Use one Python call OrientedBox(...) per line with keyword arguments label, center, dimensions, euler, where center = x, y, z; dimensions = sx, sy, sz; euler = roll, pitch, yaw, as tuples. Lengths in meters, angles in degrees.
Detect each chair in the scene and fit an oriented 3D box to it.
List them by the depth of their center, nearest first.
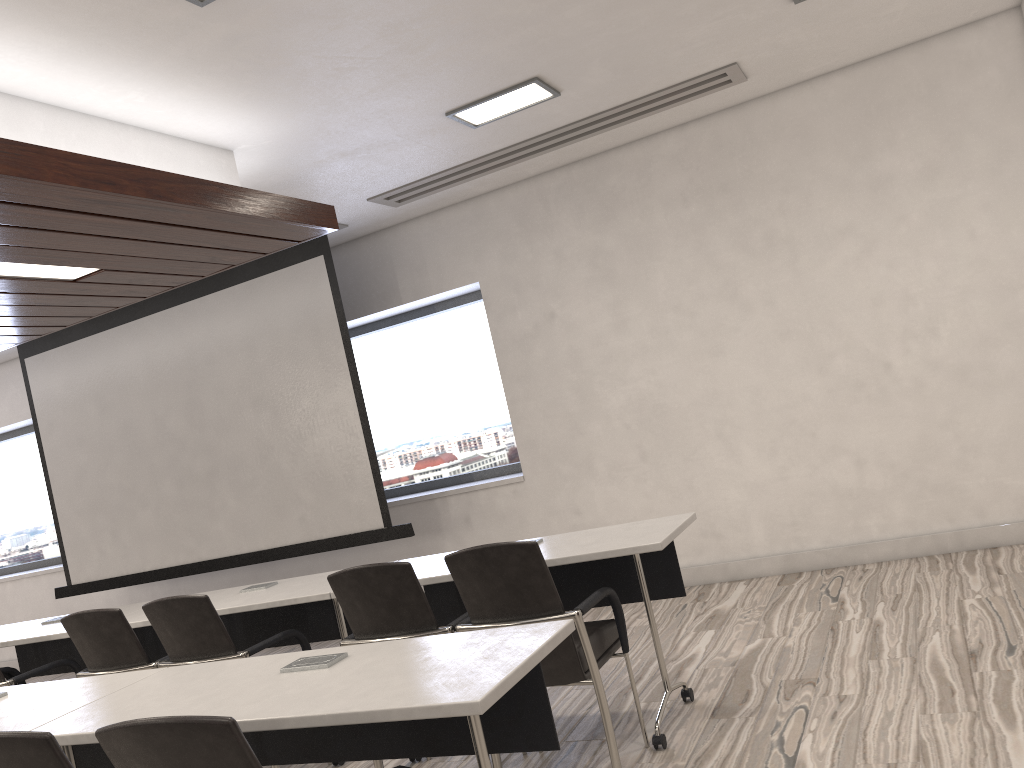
OrientedBox(label="chair", center=(-0.474, 1.090, 2.000), dimensions=(0.513, 0.939, 0.638), euler=(-14, -2, 24))
OrientedBox(label="chair", center=(-0.932, 1.203, 2.211), dimensions=(0.513, 0.939, 0.638), euler=(-14, -2, 24))
OrientedBox(label="chair", center=(0.142, 0.997, 3.360), dimensions=(0.513, 0.939, 0.638), euler=(-14, -2, 25))
OrientedBox(label="chair", center=(-0.325, 1.111, 3.563), dimensions=(0.513, 0.939, 0.638), euler=(-14, -2, 23))
OrientedBox(label="chair", center=(-1.202, 1.327, 3.973), dimensions=(0.513, 0.939, 0.638), euler=(-14, -2, 24))
OrientedBox(label="chair", center=(-1.664, 1.442, 4.194), dimensions=(0.513, 0.939, 0.638), euler=(-14, -2, 23))
OrientedBox(label="chair", center=(-2.542, 1.658, 4.612), dimensions=(0.513, 0.939, 0.638), euler=(-14, -2, 24))
OrientedBox(label="chair", center=(-3.012, 1.774, 4.816), dimensions=(0.513, 0.939, 0.638), euler=(-14, -2, 24))

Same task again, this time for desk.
OrientedBox(label="desk", center=(-0.532, 1.193, 2.435), dimensions=(1.509, 0.795, 0.577), euler=(-14, -2, 24))
OrientedBox(label="desk", center=(-1.871, 1.523, 3.059), dimensions=(1.509, 0.795, 0.577), euler=(-14, -2, 24))
OrientedBox(label="desk", center=(0.080, 1.100, 3.798), dimensions=(1.509, 0.795, 0.577), euler=(-14, -2, 24))
OrientedBox(label="desk", center=(-1.259, 1.430, 4.422), dimensions=(1.509, 0.795, 0.577), euler=(-14, -2, 24))
OrientedBox(label="desk", center=(-2.607, 1.762, 5.049), dimensions=(1.509, 0.795, 0.577), euler=(-14, -2, 24))

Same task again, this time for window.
OrientedBox(label="window", center=(-2.985, 0.692, 8.149), dimensions=(6.968, 1.419, 0.118), euler=(-14, -2, 24))

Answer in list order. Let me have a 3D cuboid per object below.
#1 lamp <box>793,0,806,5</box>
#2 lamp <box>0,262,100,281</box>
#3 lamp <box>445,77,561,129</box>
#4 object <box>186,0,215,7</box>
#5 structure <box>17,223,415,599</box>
OrientedBox(label="lamp", center=(1.459, -1.860, 3.853), dimensions=(0.519, 0.120, 0.324), euler=(-14, -2, 24))
OrientedBox(label="lamp", center=(-6.560, 0.336, 7.312), dimensions=(12.002, 0.552, 1.499), euler=(-15, -3, 41))
OrientedBox(label="lamp", center=(-0.055, -1.487, 4.558), dimensions=(0.519, 0.120, 0.324), euler=(-14, -2, 24))
OrientedBox(label="object", center=(-0.885, -1.361, 2.708), dimensions=(0.519, 0.120, 0.324), euler=(-14, -2, 24))
OrientedBox(label="structure", center=(-2.495, 0.276, 6.736), dimensions=(3.550, 2.329, 0.438), euler=(-14, -2, 24))
